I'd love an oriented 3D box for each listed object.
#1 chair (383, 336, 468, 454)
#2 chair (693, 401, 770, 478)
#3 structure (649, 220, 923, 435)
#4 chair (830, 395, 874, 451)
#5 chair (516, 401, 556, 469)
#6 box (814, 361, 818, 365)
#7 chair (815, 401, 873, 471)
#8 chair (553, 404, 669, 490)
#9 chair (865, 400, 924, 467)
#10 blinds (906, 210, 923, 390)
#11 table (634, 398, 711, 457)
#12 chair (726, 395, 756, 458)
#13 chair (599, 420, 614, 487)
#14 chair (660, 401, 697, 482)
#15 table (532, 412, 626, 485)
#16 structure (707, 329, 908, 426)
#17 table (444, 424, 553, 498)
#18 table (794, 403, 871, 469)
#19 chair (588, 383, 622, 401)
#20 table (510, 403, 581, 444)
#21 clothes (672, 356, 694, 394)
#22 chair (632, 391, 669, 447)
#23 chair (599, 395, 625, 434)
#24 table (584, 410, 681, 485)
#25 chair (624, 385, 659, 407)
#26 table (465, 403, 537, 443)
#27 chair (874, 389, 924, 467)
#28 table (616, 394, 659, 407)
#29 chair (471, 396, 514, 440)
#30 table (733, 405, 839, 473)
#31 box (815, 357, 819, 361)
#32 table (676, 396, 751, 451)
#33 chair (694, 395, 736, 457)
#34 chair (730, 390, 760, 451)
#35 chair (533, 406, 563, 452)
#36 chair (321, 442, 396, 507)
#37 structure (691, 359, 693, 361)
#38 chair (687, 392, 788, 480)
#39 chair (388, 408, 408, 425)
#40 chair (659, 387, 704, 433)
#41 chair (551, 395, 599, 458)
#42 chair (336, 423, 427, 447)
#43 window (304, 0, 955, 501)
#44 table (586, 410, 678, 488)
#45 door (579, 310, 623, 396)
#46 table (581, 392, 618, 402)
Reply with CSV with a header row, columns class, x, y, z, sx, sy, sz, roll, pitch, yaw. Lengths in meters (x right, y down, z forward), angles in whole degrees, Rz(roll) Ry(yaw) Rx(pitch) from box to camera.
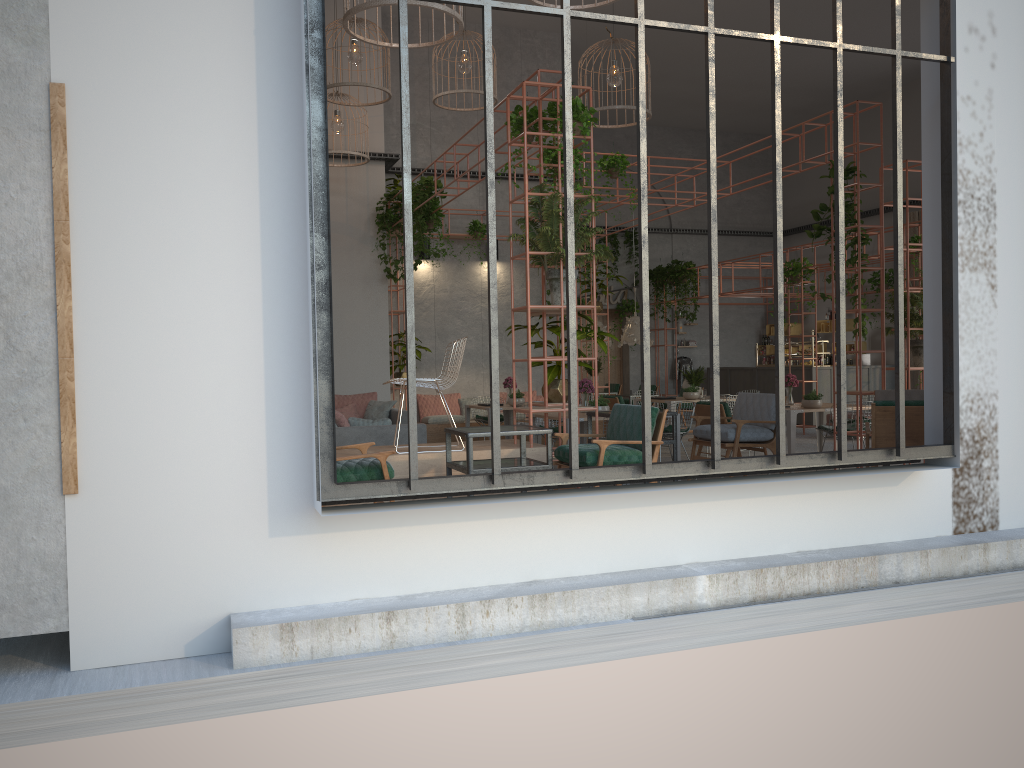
class,x,y,z,sx,sy,sz,roll,pitch,yaw
chair,-0.716,0.080,7.394,0.717,0.941,0.565,-1,1,-11
chair,2.710,0.671,11.042,0.685,0.917,0.722,-2,1,-19
structure,7.409,-0.899,15.985,4.157,4.247,14.689,-2,1,-19
chair,4.551,0.615,11.609,0.717,0.941,0.565,-2,2,-23
chair,0.318,0.692,12.077,0.565,0.941,0.717,-1,1,-3
box,7.214,-0.495,21.015,0.058,0.093,0.122,-2,1,-19
chair,3.924,0.657,10.399,0.565,0.941,0.717,-1,1,-3
chair,0.716,0.628,6.607,0.685,0.929,0.722,-2,1,-19
chair,3.150,0.575,6.912,0.722,0.917,0.685,-1,1,21
blinds,9.307,-1.460,16.740,0.414,4.389,4.957,-2,1,-18
table,2.485,0.649,13.808,0.694,0.830,1.205,-2,1,-19
chair,3.297,0.628,12.146,0.565,0.941,0.717,-2,1,-18
chair,1.230,0.735,9.499,0.565,0.941,0.717,-1,1,-3
chair,1.858,0.693,10.710,0.717,0.941,0.565,-2,2,-23
table,0.736,0.771,10.290,0.694,0.830,1.205,-2,1,-19
structure,6.785,-0.195,20.766,2.579,2.022,4.057,-2,1,-19
table,-0.096,0.715,6.316,0.635,0.798,0.602,-2,1,-19
table,4.085,0.686,11.426,0.694,0.830,1.214,-2,1,-19
chair,2.127,0.458,20.639,0.685,0.930,0.722,-2,1,-19
table,0.479,0.708,13.104,0.694,0.830,1.214,-2,1,-19
clothes,4.387,-0.203,22.472,0.625,0.997,0.366,-2,2,-39
chair,2.352,0.585,14.765,0.565,0.941,0.717,-2,1,-18
chair,1.766,0.628,13.661,0.685,0.917,0.722,-2,1,-19
table,1.389,0.751,10.525,0.694,0.830,1.214,-2,1,-19
chair,2.705,0.486,19.005,0.685,0.930,0.722,-2,1,-19
table,-0.176,0.727,12.868,0.694,0.830,1.205,-2,1,-19
chair,3.907,0.519,8.663,0.722,0.914,0.685,-1,1,21
table,2.416,0.607,17.036,0.635,0.798,0.602,-2,1,-19
chair,-0.308,0.662,13.825,0.565,0.941,0.717,-2,1,-18
table,3.430,0.706,11.190,0.694,0.830,1.205,-2,1,-19
box,7.249,-0.589,21.029,0.058,0.093,0.122,-1,1,-8
table,3.140,0.630,14.044,0.694,0.830,1.214,-2,1,-19
chair,2.979,0.614,13.017,0.565,0.941,0.717,-1,1,-3
chair,3.607,0.571,14.228,0.717,0.941,0.565,-2,2,-23
chair,0.603,0.706,11.247,0.565,0.941,0.717,-2,1,-18
chair,-1.134,0.682,5.954,0.685,0.929,0.722,-2,1,-19
structure,4.578,-0.615,22.621,0.066,0.044,0.019,-2,1,-19
chair,2.116,0.557,8.337,0.685,0.929,0.722,-2,1,-19
chair,-2.029,0.677,12.012,1.127,0.672,1.052,-2,1,-19
chair,3.295,0.514,17.336,0.685,0.929,0.722,-2,1,-19
chair,0.946,0.649,13.288,0.717,0.941,0.565,-2,2,-23
chair,-1.521,0.687,9.351,1.056,0.586,1.127,-2,1,-19
window,0.920,-2.239,5.034,4.126,5.544,0.089,-2,1,-19
table,1.079,0.650,7.981,0.635,0.798,0.602,-2,1,-19
door,2.076,-0.511,22.526,1.360,2.729,0.551,-2,1,-19
table,1.831,0.579,18.690,0.635,0.798,0.602,-2,1,-19
